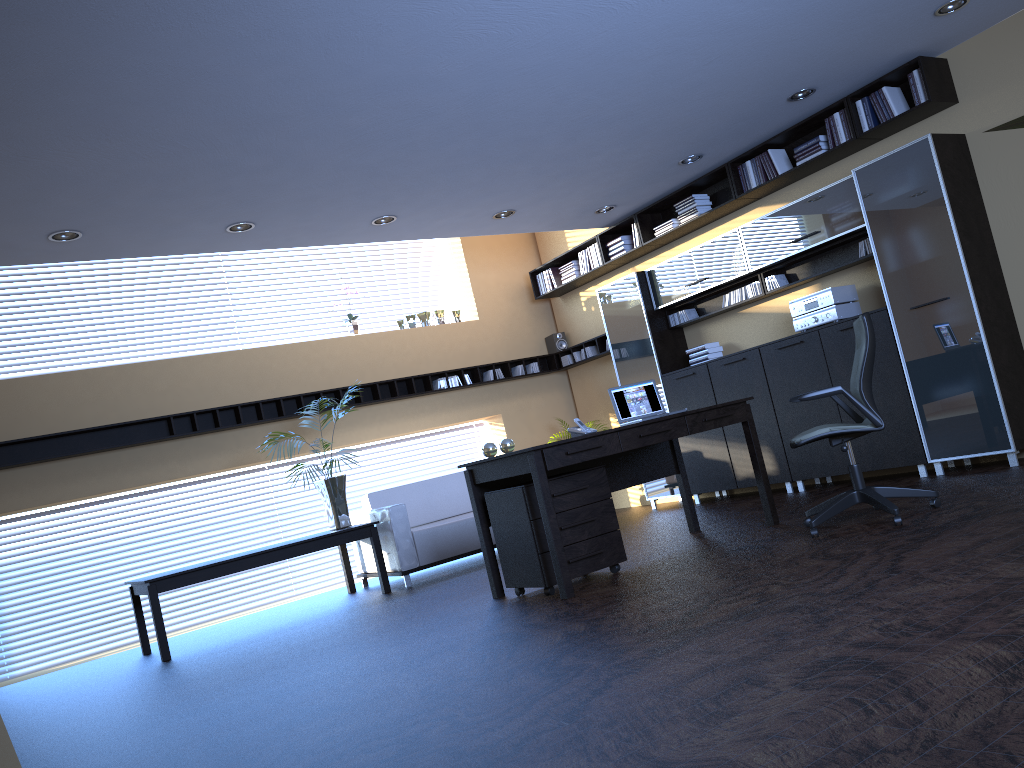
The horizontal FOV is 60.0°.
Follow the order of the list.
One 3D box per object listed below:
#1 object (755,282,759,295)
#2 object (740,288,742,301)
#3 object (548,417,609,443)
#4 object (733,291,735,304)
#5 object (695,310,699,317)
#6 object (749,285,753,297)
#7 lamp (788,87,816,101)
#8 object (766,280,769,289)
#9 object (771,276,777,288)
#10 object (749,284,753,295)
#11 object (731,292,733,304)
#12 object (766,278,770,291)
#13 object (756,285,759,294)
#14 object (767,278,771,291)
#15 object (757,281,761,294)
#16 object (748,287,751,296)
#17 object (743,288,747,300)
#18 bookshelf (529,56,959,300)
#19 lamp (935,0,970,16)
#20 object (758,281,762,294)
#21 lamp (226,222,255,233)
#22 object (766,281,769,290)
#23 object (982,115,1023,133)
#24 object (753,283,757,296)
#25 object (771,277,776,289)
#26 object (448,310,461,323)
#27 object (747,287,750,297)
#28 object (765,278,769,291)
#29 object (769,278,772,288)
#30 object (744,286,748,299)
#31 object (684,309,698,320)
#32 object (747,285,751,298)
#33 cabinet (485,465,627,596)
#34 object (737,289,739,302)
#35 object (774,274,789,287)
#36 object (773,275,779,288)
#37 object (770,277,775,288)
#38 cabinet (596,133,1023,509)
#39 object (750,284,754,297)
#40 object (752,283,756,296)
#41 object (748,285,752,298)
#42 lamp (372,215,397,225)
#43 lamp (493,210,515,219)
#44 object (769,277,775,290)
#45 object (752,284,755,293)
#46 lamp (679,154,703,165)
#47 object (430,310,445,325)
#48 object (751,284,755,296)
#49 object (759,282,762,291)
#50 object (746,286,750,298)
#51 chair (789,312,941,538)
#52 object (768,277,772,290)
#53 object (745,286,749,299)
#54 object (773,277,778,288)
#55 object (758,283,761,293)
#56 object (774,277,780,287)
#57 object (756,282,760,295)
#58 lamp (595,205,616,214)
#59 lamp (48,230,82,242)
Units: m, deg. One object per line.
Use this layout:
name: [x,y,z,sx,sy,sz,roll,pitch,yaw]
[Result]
object: [2.273,-0.872,8.074,0.142,0.120,0.009,-11,-4,-34]
object: [2.170,-0.835,8.227,0.142,0.118,0.040,-11,-4,-34]
object: [0.841,0.904,10.055,0.840,1.239,0.690,-13,-4,0]
object: [2.121,-0.817,8.302,0.142,0.118,0.040,-10,-4,-34]
object: [1.794,-0.693,8.834,0.140,0.116,0.036,-10,-4,-34]
object: [2.235,-0.859,8.120,0.140,0.118,0.006,-10,-4,-34]
lamp: [2.174,-2.225,6.683,0.207,0.096,0.210,-10,-6,-40]
object: [2.343,-0.899,7.956,0.142,0.120,0.009,-11,-4,-34]
object: [2.381,-0.913,7.896,0.142,0.120,0.030,-11,-4,-33]
object: [2.237,-0.860,8.122,0.142,0.120,0.009,-11,-4,-34]
object: [2.112,-0.813,8.319,0.140,0.116,0.036,-11,-4,-34]
object: [2.341,-0.899,7.954,0.140,0.118,0.006,-10,-4,-34]
object: [2.278,-0.874,8.065,0.140,0.118,0.006,-10,-4,-34]
object: [2.345,-0.900,7.945,0.142,0.120,0.009,-11,-4,-34]
object: [2.284,-0.877,8.046,0.142,0.120,0.009,-11,-4,-33]
object: [2.227,-0.856,8.138,0.140,0.118,0.006,-11,-4,-34]
object: [2.192,-0.843,8.195,0.142,0.118,0.040,-11,-4,-34]
bookshelf: [1.733,-1.693,8.523,0.361,0.340,5.145,-11,-5,-34]
lamp: [2.809,-2.461,5.679,0.208,0.096,0.210,-12,-5,-16]
object: [2.292,-0.881,8.027,0.142,0.120,0.009,-11,-4,-34]
lamp: [-2.059,-1.225,6.695,0.210,0.096,0.208,-16,-5,26]
object: [2.337,-0.897,7.964,0.142,0.120,0.009,-11,-4,-34]
object: [0.686,0.238,0.259,0.762,1.235,0.671,-13,-4,-11]
object: [2.264,-0.870,8.080,0.142,0.120,0.009,-10,-4,-34]
object: [2.375,-0.911,7.904,0.142,0.120,0.030,-11,-4,-33]
object: [-0.656,-0.774,10.333,0.124,0.149,0.118,-11,-5,-33]
object: [2.219,-0.852,8.157,0.142,0.120,0.009,-11,-4,-33]
object: [2.334,-0.896,7.961,0.140,0.118,0.006,-11,-4,-34]
object: [2.359,-0.905,7.930,0.140,0.118,0.006,-11,-4,-34]
object: [2.206,-0.848,8.172,0.142,0.120,0.009,-11,-4,-34]
object: [1.789,-0.692,8.831,0.142,0.118,0.040,-10,-4,-34]
object: [2.226,-0.855,8.149,0.140,0.118,0.006,-11,-4,-33]
cabinet: [0.290,0.931,5.610,0.633,0.679,0.502,-11,-5,-34]
object: [2.152,-0.828,8.251,0.142,0.118,0.040,-11,-4,-33]
object: [2.398,-0.917,7.877,0.142,0.118,0.040,-11,-4,-34]
object: [2.389,-0.915,7.890,0.142,0.120,0.030,-11,-4,-33]
object: [2.372,-0.909,7.914,0.140,0.117,0.026,-11,-4,-33]
cabinet: [2.368,-0.249,7.889,0.489,2.395,3.891,-11,-5,-34]
object: [2.245,-0.862,8.115,0.142,0.120,0.009,-11,-4,-34]
object: [2.257,-0.867,8.087,0.142,0.120,0.009,-10,-4,-34]
object: [2.229,-0.857,8.128,0.142,0.120,0.009,-10,-4,-34]
lamp: [-1.071,-1.401,7.360,0.210,0.096,0.208,-16,-5,26]
lamp: [-0.083,-1.577,8.025,0.210,0.096,0.207,-17,-6,38]
object: [2.360,-0.905,7.931,0.142,0.120,0.009,-10,-4,-34]
object: [2.259,-0.867,8.101,0.142,0.120,0.009,-11,-4,-34]
lamp: [1.540,-1.989,7.687,0.207,0.096,0.210,-10,-6,-40]
object: [-0.846,-0.752,10.208,0.144,0.173,0.137,-10,-5,-43]
object: [2.245,-0.863,8.103,0.142,0.120,0.009,-11,-4,-33]
object: [2.300,-0.883,8.020,0.142,0.120,0.009,-10,-4,-34]
object: [2.216,-0.852,8.155,0.140,0.118,0.006,-11,-4,-33]
chair: [2.026,0.222,5.337,0.769,1.214,0.832,-14,-4,13]
object: [2.354,-0.903,7.940,0.142,0.120,0.009,-11,-4,-33]
object: [2.210,-0.850,8.163,0.142,0.120,0.009,-11,-4,-34]
object: [2.387,-0.915,7.888,0.140,0.117,0.026,-11,-4,-33]
object: [2.293,-0.880,8.040,0.142,0.120,0.009,-11,-4,-34]
object: [2.396,-0.917,7.876,0.140,0.116,0.036,-11,-4,-33]
object: [2.279,-0.875,8.054,0.142,0.120,0.009,-10,-4,-34]
lamp: [0.905,-1.753,8.690,0.208,0.096,0.210,-12,-5,-16]
lamp: [-3.047,-1.049,6.030,0.208,0.096,0.209,-10,-5,-34]
